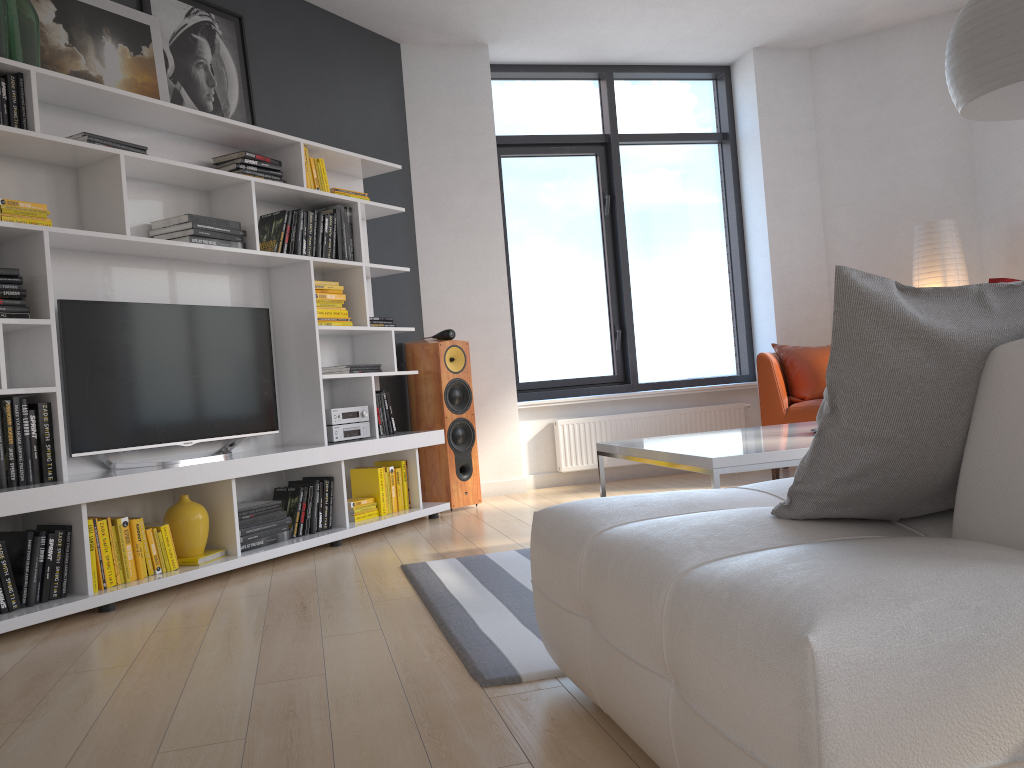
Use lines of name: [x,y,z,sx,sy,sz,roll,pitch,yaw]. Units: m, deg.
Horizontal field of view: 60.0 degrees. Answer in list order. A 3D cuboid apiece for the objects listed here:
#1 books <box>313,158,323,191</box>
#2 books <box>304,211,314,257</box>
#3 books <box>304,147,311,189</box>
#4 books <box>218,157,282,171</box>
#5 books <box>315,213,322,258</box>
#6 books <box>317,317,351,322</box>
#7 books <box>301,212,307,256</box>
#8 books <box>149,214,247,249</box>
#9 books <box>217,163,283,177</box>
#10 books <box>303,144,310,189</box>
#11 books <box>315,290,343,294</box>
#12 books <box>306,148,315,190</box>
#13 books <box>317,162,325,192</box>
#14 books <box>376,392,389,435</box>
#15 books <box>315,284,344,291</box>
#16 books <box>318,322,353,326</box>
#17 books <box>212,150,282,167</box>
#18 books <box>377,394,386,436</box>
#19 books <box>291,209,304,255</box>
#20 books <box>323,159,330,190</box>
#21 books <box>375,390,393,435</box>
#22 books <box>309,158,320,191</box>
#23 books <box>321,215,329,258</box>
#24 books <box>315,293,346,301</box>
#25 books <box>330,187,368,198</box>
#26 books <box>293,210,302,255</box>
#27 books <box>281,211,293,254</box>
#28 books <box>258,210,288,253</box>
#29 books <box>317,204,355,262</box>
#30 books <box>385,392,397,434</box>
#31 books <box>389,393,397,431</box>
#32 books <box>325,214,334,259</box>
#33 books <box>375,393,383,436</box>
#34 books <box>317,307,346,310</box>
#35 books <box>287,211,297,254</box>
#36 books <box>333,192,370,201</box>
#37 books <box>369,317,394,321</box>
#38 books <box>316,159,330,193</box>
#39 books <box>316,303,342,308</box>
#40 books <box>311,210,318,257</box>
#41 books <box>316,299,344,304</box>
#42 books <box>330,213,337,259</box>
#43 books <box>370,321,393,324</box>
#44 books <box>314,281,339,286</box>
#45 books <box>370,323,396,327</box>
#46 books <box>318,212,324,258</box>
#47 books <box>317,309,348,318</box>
books: [-1.060,-1.081,4.649,0.128,0.178,0.044,-5,0,31]
books: [-1.117,-0.761,4.604,0.191,0.249,0.084,-5,0,31]
books: [-1.122,-1.100,4.591,0.163,0.224,0.041,-5,0,30]
books: [-1.294,-1.068,4.379,0.180,0.026,0.246,-5,0,34]
books: [-1.064,-0.759,4.637,0.172,0.242,0.069,-5,0,32]
books: [-1.024,-0.333,4.737,0.203,0.024,0.257,-5,0,34]
books: [-1.132,-0.755,4.569,0.179,0.243,0.068,-5,0,30]
books: [-1.450,-0.679,4.107,0.277,0.137,0.343,-5,0,26]
books: [-1.316,-1.038,4.391,0.214,0.030,0.284,-5,0,35]
books: [-1.118,-1.102,4.561,0.161,0.229,0.041,-5,0,30]
books: [-1.047,-0.484,4.750,0.227,0.022,0.160,-5,0,-43]
books: [-1.113,-1.100,4.621,0.164,0.224,0.054,-5,0,31]
books: [-1.040,-1.073,4.659,0.108,0.161,0.046,-5,0,30]
books: [-0.780,0.172,4.983,0.169,0.242,0.050,-5,0,31]
books: [-1.042,-0.508,4.755,0.163,0.023,0.223,-5,0,36]
books: [-1.013,-0.308,4.735,0.194,0.028,0.257,-5,0,36]
books: [-1.308,-1.094,4.383,0.209,0.030,0.266,-5,0,25]
books: [-0.798,0.177,4.968,0.170,0.236,0.049,-5,0,32]
books: [-1.152,-0.760,4.550,0.192,0.254,0.075,-5,0,31]
books: [-1.036,-1.086,4.711,0.142,0.184,0.044,-5,0,32]
books: [-0.775,0.166,5.014,0.193,0.255,0.066,-5,0,31]
books: [-1.077,-1.080,4.636,0.132,0.180,0.054,-5,0,31]
books: [-1.050,-0.763,4.686,0.179,0.243,0.071,-5,0,30]
books: [-1.040,-0.457,4.755,0.176,0.033,0.239,-5,0,35]
books: [-0.959,-1.039,4.909,0.203,0.024,0.257,-5,0,34]
books: [-1.141,-0.754,4.516,0.172,0.242,0.069,-5,0,32]
books: [-1.197,-0.745,4.474,0.187,0.234,0.096,-5,0,32]
books: [-1.211,-0.745,4.443,0.182,0.234,0.104,-5,0,32]
books: [-0.999,-0.800,4.851,0.259,0.321,0.128,-5,0,31]
books: [-0.752,0.170,5.035,0.177,0.242,0.066,-5,0,31]
books: [-0.762,0.175,5.080,0.179,0.233,0.077,-5,0,31]
books: [-1.040,-0.767,4.724,0.191,0.249,0.084,-5,0,31]
books: [-0.816,0.178,4.951,0.189,0.240,0.053,-5,0,32]
books: [-1.046,-0.393,4.746,0.189,0.014,0.251,-5,0,35]
books: [-1.169,-0.748,4.493,0.169,0.233,0.081,-5,0,30]
books: [-0.948,-1.014,4.907,0.194,0.028,0.257,-5,0,36]
books: [-0.804,-0.360,5.035,0.161,0.023,0.213,-5,0,35]
books: [-1.041,-1.086,4.687,0.141,0.184,0.064,-5,0,32]
books: [-1.035,-0.411,4.727,0.145,0.023,0.217,-5,0,36]
books: [-1.100,-0.767,4.633,0.197,0.260,0.066,-5,0,31]
books: [-1.045,-0.431,4.747,0.171,0.019,0.239,-5,0,31]
books: [-1.024,-0.773,4.753,0.197,0.260,0.066,-5,0,31]
books: [-0.791,-0.342,5.025,0.142,0.015,0.198,-5,0,30]
books: [-1.068,-0.529,4.759,0.163,0.023,0.223,-5,0,36]
books: [-0.787,-0.323,5.025,0.161,0.023,0.213,-5,0,35]
books: [-1.075,-0.766,4.670,0.192,0.254,0.075,-5,0,31]
books: [-1.030,-0.366,4.740,0.189,0.042,0.243,-5,0,31]
